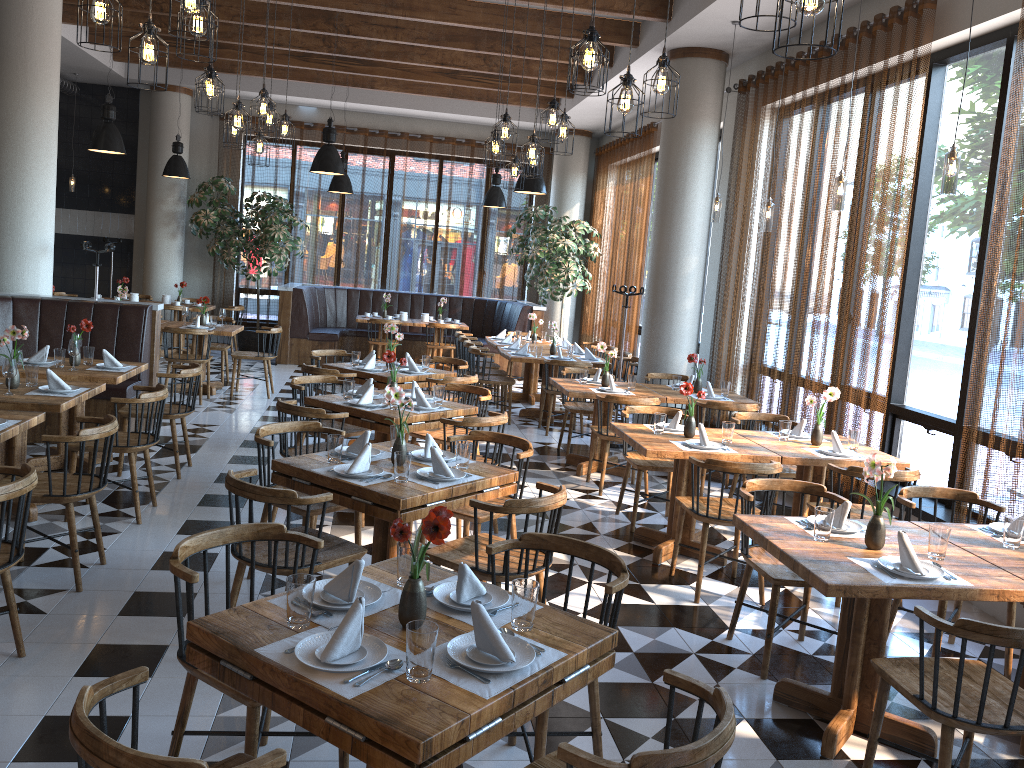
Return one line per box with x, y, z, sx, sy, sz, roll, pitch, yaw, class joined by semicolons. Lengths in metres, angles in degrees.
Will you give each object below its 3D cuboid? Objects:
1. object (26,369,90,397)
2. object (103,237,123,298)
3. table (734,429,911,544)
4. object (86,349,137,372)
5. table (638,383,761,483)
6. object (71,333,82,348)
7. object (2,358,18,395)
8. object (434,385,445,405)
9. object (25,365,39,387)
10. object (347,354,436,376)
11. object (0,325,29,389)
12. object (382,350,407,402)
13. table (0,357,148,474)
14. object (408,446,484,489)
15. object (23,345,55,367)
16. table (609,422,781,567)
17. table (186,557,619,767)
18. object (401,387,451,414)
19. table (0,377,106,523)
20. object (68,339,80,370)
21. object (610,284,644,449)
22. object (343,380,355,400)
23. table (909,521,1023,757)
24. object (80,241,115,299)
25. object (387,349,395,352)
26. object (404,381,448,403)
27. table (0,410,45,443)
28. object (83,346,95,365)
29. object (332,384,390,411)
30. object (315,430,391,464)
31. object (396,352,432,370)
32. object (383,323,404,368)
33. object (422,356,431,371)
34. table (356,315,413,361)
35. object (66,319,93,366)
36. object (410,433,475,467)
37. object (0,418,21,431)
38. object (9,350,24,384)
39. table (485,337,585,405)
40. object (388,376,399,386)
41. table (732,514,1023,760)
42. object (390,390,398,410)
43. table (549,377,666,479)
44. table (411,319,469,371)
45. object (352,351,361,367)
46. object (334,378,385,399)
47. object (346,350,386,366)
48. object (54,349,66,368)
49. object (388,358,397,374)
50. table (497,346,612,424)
-2.812;-0.023;5.500;0.271;0.136;0.354;4;8;-9;object
-6.396;-1.504;14.133;0.375;1.652;0.376;6;6;13;object
1.964;0.780;5.888;0.850;0.761;0.854;4;7;-9;table
-2.976;-0.188;6.604;0.271;0.136;0.354;4;8;-9;object
1.642;0.457;8.054;0.850;0.761;0.854;4;7;-9;table
-3.313;-0.274;6.735;0.081;0.214;0.081;0;7;-40;object
-2.984;-0.044;5.262;0.081;0.214;0.081;10;8;44;object
-0.512;0.078;6.194;0.080;0.131;0.080;4;6;-4;object
-3.030;-0.052;5.593;0.080;0.131;0.080;4;6;-4;object
-1.058;-0.184;7.752;0.579;0.136;0.583;10;9;36;object
-3.065;-0.167;5.427;0.206;0.398;0.147;4;6;-7;object
-0.835;-0.058;6.167;0.156;0.354;0.171;-1;8;-43;object
-3.269;0.245;6.576;0.850;0.761;0.854;4;7;-9;table
-0.334;0.370;4.157;0.273;0.136;0.352;10;9;36;object
-3.495;-0.222;6.532;0.271;0.136;0.354;4;8;-9;object
1.120;0.727;5.757;0.850;0.761;0.854;4;7;-9;table
-0.314;1.052;2.505;0.867;0.761;0.865;10;8;36;table
-0.609;0.096;5.989;0.273;0.136;0.352;10;9;36;object
-3.109;0.407;5.490;0.850;0.761;0.854;4;7;-9;table
-3.148;-0.209;6.367;0.081;0.214;0.081;5;6;-1;object
1.121;-0.187;9.140;0.374;1.652;0.376;2;6;-26;object
-1.122;0.042;6.086;0.080;0.131;0.080;4;6;-4;object
2.278;1.097;3.768;0.850;0.761;0.854;4;7;-9;table
-3.974;-0.520;8.439;0.374;1.652;0.376;1;6;-31;object
-1.132;-0.250;8.210;0.080;0.131;0.080;1;7;-34;object
-0.670;0.040;6.360;0.353;0.136;0.272;10;9;36;object
-2.950;0.568;4.418;0.850;0.761;0.854;4;7;-9;table
-3.191;-0.214;6.676;0.080;0.131;0.080;2;7;-24;object
-0.982;0.073;5.928;0.353;0.136;0.272;10;9;36;object
-0.769;0.291;4.466;0.273;0.136;0.352;10;9;36;object
-0.929;-0.224;8.125;0.353;0.136;0.272;10;9;36;object
-1.068;-0.341;7.927;0.207;0.398;0.147;6;6;11;object
-0.774;-0.185;7.957;0.080;0.131;0.080;1;7;-34;object
-2.010;-0.634;13.767;0.850;0.761;0.854;4;7;-9;table
-3.184;-0.306;6.538;0.171;0.354;0.157;4;6;-6;object
-0.395;0.314;4.527;0.353;0.136;0.272;10;9;36;object
-2.650;0.140;4.409;0.271;0.136;0.354;4;8;-9;object
-3.149;-0.108;5.626;0.081;0.214;0.081;10;8;44;object
0.254;-0.151;11.634;1.215;0.760;1.220;4;7;-5;table
-0.870;0.013;6.448;0.080;0.131;0.080;5;6;6;object
1.434;1.044;3.636;0.850;0.761;0.854;4;7;-9;table
-0.769;0.105;5.843;0.080;0.131;0.080;4;6;-4;object
0.798;0.403;7.923;0.850;0.761;0.854;4;7;-9;table
-1.169;-0.581;13.898;0.850;0.761;0.854;4;7;-9;table
-1.383;-0.222;7.849;0.080;0.131;0.080;-1;8;-44;object
-1.043;0.017;6.299;0.273;0.136;0.352;10;9;36;object
-1.302;-0.247;8.064;0.273;0.136;0.352;10;9;36;object
-3.281;-0.187;6.426;0.080;0.131;0.080;4;6;-9;object
-1.031;-0.159;7.606;0.080;0.131;0.080;-1;8;-44;object
0.438;0.035;10.393;1.215;0.760;1.220;4;7;-5;table
